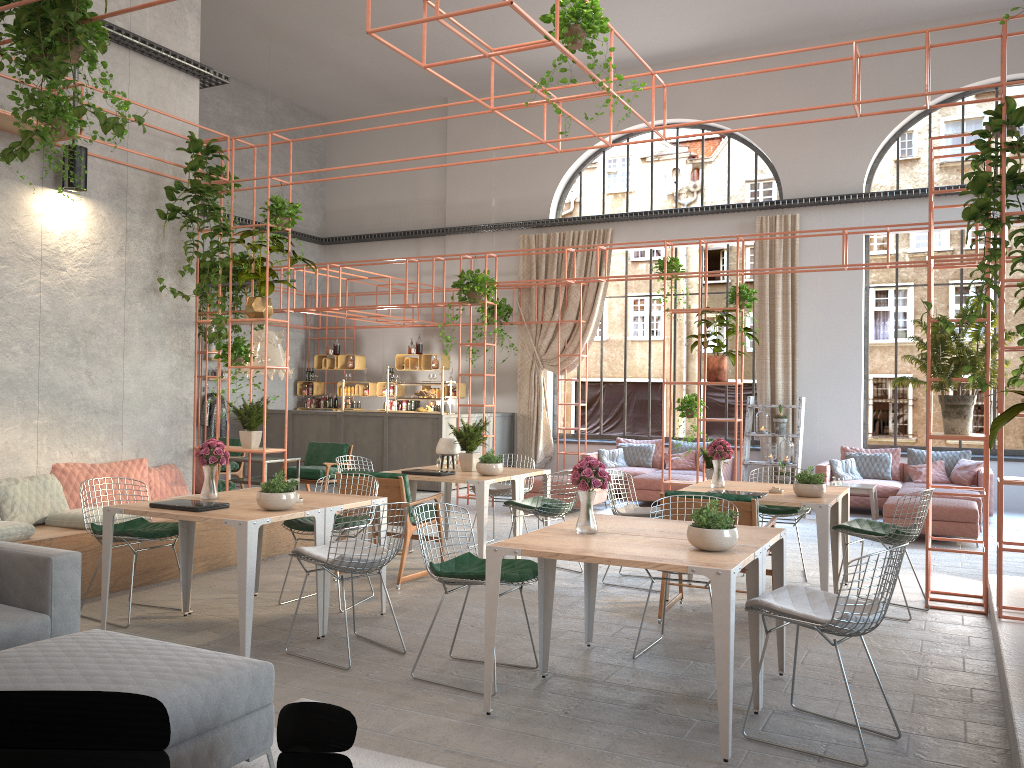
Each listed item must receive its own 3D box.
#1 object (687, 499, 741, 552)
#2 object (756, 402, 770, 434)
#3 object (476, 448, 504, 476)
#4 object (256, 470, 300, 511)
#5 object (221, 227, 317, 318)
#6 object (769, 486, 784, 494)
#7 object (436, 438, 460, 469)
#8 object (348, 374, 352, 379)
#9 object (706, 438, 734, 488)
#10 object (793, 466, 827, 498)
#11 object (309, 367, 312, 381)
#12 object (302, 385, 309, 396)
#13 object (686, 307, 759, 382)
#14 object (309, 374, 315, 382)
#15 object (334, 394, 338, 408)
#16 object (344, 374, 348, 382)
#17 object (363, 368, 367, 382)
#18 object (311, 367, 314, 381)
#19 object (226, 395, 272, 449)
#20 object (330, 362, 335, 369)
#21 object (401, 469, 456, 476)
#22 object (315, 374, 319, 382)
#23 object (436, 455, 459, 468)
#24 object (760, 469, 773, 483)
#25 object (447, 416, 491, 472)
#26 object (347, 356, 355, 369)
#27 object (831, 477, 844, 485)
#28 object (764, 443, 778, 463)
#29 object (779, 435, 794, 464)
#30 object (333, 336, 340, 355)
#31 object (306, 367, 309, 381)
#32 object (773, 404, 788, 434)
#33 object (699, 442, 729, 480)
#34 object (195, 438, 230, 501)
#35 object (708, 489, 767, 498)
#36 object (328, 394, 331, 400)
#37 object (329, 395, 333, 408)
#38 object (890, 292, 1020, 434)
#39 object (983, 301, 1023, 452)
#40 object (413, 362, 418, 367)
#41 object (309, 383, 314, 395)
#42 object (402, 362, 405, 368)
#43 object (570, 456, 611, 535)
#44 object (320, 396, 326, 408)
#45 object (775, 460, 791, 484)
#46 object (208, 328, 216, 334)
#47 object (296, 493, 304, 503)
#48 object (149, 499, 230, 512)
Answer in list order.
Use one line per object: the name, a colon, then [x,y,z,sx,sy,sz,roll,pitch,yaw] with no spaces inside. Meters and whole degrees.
object: [0.974,0.684,4.314,0.252,0.247,0.247,0,-1,27]
object: [3.871,0.508,13.672,0.216,0.500,0.216,1,-1,-31]
object: [-0.204,0.709,8.063,0.254,0.247,0.248,0,-1,27]
object: [-1.470,0.663,5.541,0.254,0.247,0.248,0,-1,27]
object: [-2.392,-1.099,8.680,0.934,0.947,0.903,1,-1,-12]
object: [2.102,0.839,7.056,0.115,0.073,0.115,1,-1,21]
object: [-0.627,0.685,8.697,0.241,0.313,0.241,1,-1,-18]
object: [-3.132,-0.122,17.157,0.083,0.159,0.083,0,-1,36]
object: [1.731,0.657,7.399,0.225,0.414,0.213,1,-1,19]
object: [2.291,0.756,6.830,0.252,0.247,0.247,0,-1,27]
object: [-4.028,-0.195,17.678,0.066,0.291,0.066,0,-1,33]
object: [-4.099,0.127,17.634,0.131,0.207,0.131,1,-1,-18]
object: [2.619,-0.498,10.923,0.923,0.946,0.924,1,-1,-7]
object: [-3.961,-0.123,17.573,0.115,0.147,0.115,1,-1,-19]
object: [-3.471,0.336,17.494,0.074,0.287,0.072,1,-1,-31]
object: [-3.213,-0.123,17.198,0.083,0.159,0.083,0,-1,36]
object: [-2.840,-0.175,17.151,0.075,0.273,0.075,1,-1,-7]
object: [-3.989,-0.193,17.749,0.066,0.291,0.066,1,-1,-24]
object: [-2.532,0.366,8.608,0.368,0.527,0.438,0,-1,27]
object: [-3.498,-0.358,17.365,0.141,0.142,0.123,0,-1,27]
object: [-0.762,0.809,8.101,0.427,0.031,0.268,0,-1,27]
object: [-3.902,-0.121,17.690,0.115,0.147,0.115,1,-1,-19]
object: [-0.639,0.758,8.852,0.210,0.154,0.165,1,-1,16]
object: [3.839,1.443,13.368,0.192,0.320,0.208,0,-1,32]
object: [-0.398,0.569,8.463,0.368,0.527,0.438,0,-1,27]
object: [-3.130,-0.413,17.251,0.137,0.261,0.137,1,-1,-27]
object: [4.282,1.307,11.716,0.156,0.145,0.199,0,-1,41]
object: [3.940,1.045,13.487,0.223,0.297,0.223,1,-1,-44]
object: [4.138,0.980,13.353,0.216,0.430,0.219,1,-1,20]
object: [-3.451,-0.759,17.465,0.134,0.386,0.134,1,-1,-30]
object: [-4.062,-0.196,17.608,0.066,0.291,0.066,1,-1,-4]
object: [4.101,0.533,13.552,0.217,0.457,0.212,0,-1,43]
object: [2.486,0.966,10.884,0.368,0.527,0.438,0,-1,27]
object: [-2.033,0.576,6.009,0.225,0.414,0.213,1,-1,19]
object: [1.733,0.855,6.868,0.427,0.031,0.268,0,-1,27]
object: [-3.582,0.334,17.450,0.074,0.287,0.072,1,-1,-31]
object: [-3.540,0.331,17.337,0.066,0.291,0.066,1,-1,11]
object: [3.539,-0.154,7.017,0.894,1.100,0.900,1,-1,-34]
object: [1.909,0.094,2.651,0.934,0.923,0.903,1,-1,-7]
object: [-1.782,-0.343,16.503,0.141,0.142,0.123,0,-1,27]
object: [-3.965,0.103,17.553,0.094,0.248,0.072,0,-1,27]
object: [-2.012,-0.347,16.698,0.097,0.148,0.097,1,-1,23]
object: [0.416,0.597,4.780,0.225,0.414,0.213,1,-1,19]
object: [-3.705,0.352,17.418,0.094,0.248,0.072,0,-1,27]
object: [4.048,1.370,13.233,0.236,0.464,0.225,1,-1,5]
object: [-5.291,-0.925,15.627,0.133,0.145,0.133,1,-1,-11]
object: [-1.452,0.755,5.927,0.115,0.078,0.115,0,-1,32]
object: [-2.028,0.763,5.578,0.427,0.031,0.268,0,-1,27]
